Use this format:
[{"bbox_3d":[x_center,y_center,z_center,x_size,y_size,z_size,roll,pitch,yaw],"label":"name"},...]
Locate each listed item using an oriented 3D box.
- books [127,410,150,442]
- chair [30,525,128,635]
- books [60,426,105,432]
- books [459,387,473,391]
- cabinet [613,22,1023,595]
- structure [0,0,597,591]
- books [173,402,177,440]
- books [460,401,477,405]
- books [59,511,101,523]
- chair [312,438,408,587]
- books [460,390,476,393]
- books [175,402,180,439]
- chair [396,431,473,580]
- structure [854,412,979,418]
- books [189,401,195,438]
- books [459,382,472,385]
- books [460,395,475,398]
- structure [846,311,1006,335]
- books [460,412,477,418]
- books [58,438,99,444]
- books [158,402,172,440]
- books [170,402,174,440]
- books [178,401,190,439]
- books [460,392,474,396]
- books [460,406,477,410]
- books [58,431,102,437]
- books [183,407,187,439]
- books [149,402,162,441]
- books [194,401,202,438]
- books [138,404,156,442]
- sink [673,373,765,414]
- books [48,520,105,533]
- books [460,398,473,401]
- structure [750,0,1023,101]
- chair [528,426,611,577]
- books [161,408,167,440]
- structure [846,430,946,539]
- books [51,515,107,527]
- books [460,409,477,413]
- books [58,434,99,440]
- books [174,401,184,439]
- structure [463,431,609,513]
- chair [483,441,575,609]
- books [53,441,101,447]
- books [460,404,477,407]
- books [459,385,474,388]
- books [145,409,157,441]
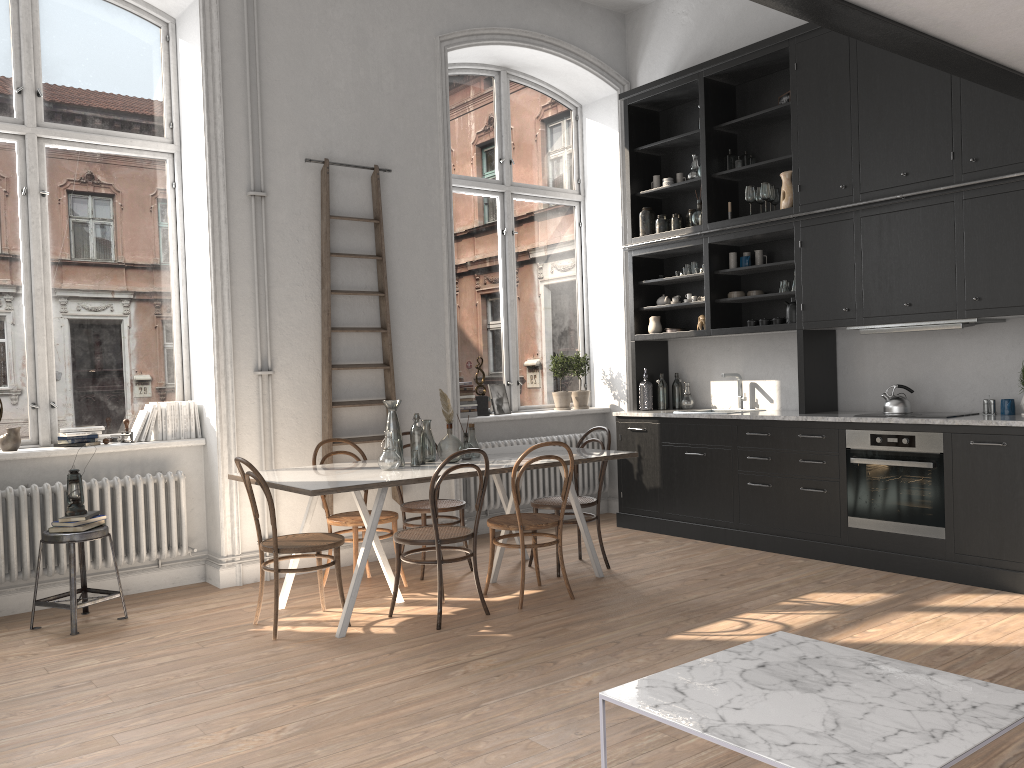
[{"bbox_3d":[-2.384,0.268,5.661,0.105,0.194,0.155,-3,1,-39],"label":"books"},{"bbox_3d":[-2.393,1.060,4.890,0.360,0.523,0.364,-1,1,26],"label":"chair"},{"bbox_3d":[-2.641,0.277,5.448,0.243,0.019,0.174,-2,1,-28],"label":"books"},{"bbox_3d":[-0.448,0.042,7.142,0.231,0.023,0.162,-2,1,-22],"label":"books"},{"bbox_3d":[2.027,-0.637,6.183,0.635,3.584,3.251,-3,1,-38],"label":"cabinet"},{"bbox_3d":[-1.270,-0.971,6.216,5.181,4.475,0.340,-3,1,-38],"label":"structure"},{"bbox_3d":[-2.233,0.238,5.794,0.019,0.244,0.174,-3,1,-38],"label":"books"},{"bbox_3d":[-0.440,0.153,7.153,0.245,0.028,0.193,-3,1,-43],"label":"books"},{"bbox_3d":[-2.402,0.736,4.930,0.147,0.027,0.221,-2,1,-6],"label":"books"},{"bbox_3d":[-0.958,0.806,5.523,0.437,0.921,0.549,-3,2,-40],"label":"chair"},{"bbox_3d":[-0.441,0.063,7.147,0.243,0.019,0.174,-3,1,-38],"label":"books"},{"bbox_3d":[-2.219,0.238,5.811,0.024,0.243,0.175,-3,1,-38],"label":"books"},{"bbox_3d":[-0.554,0.786,5.936,0.438,0.921,0.549,-3,1,-31],"label":"chair"},{"bbox_3d":[2.536,0.194,5.578,0.427,0.011,0.592,-3,1,-38],"label":"structure"},{"bbox_3d":[-2.134,0.234,5.851,0.024,0.243,0.175,-3,1,-38],"label":"books"},{"bbox_3d":[-0.449,-0.002,7.153,0.159,0.024,0.201,-1,1,42],"label":"books"},{"bbox_3d":[-0.435,0.105,7.158,0.222,0.024,0.158,-3,1,-38],"label":"books"},{"bbox_3d":[2.616,-0.393,5.649,0.379,0.123,0.844,-3,1,-38],"label":"structure"},{"bbox_3d":[-0.436,0.249,7.136,0.248,0.043,0.192,-3,1,-38],"label":"books"},{"bbox_3d":[-2.653,0.346,5.429,0.205,0.022,0.155,-2,1,-18],"label":"books"},{"bbox_3d":[-2.250,0.240,5.747,0.024,0.243,0.175,-3,1,-38],"label":"books"},{"bbox_3d":[-2.238,0.239,5.768,0.019,0.244,0.174,-3,1,-38],"label":"books"},{"bbox_3d":[-2.166,0.235,5.851,0.024,0.243,0.175,-3,1,-38],"label":"books"},{"bbox_3d":[-0.435,0.083,7.150,0.205,0.022,0.155,-3,1,-43],"label":"books"},{"bbox_3d":[-0.435,0.194,7.135,0.249,0.023,0.175,-3,1,-37],"label":"books"},{"bbox_3d":[-2.643,0.303,5.420,0.155,0.020,0.205,-1,1,42],"label":"books"},{"bbox_3d":[-2.171,0.255,5.822,0.020,0.205,0.155,-3,1,-38],"label":"books"},{"bbox_3d":[-2.307,0.242,5.742,0.024,0.243,0.175,-3,1,-38],"label":"books"},{"bbox_3d":[-2.108,0.233,5.869,0.040,0.244,0.174,-3,1,-38],"label":"books"},{"bbox_3d":[-2.351,0.247,5.681,0.100,0.235,0.174,-3,1,-38],"label":"books"},{"bbox_3d":[1.609,0.175,6.823,0.514,0.505,0.526,-3,1,-38],"label":"sink"},{"bbox_3d":[-2.409,0.785,4.920,0.194,0.034,0.246,-2,1,2],"label":"books"},{"bbox_3d":[-0.434,0.128,7.152,0.205,0.022,0.155,-2,1,-24],"label":"books"},{"bbox_3d":[2.334,-1.845,1.387,5.926,1.213,4.158,-3,1,-38],"label":"structure"},{"bbox_3d":[0.390,0.755,5.868,0.549,0.921,0.438,-2,1,-25],"label":"chair"},{"bbox_3d":[-2.273,0.259,5.743,0.020,0.205,0.155,-3,1,-38],"label":"books"},{"bbox_3d":[2.545,0.589,5.582,0.618,0.623,0.622,-3,1,-38],"label":"structure"},{"bbox_3d":[-2.402,0.759,4.929,0.163,0.029,0.232,-2,1,23],"label":"books"},{"bbox_3d":[-0.434,0.217,7.135,0.249,0.023,0.175,-3,1,-42],"label":"books"},{"bbox_3d":[-2.651,0.324,5.429,0.221,0.023,0.147,-2,1,-22],"label":"books"},{"bbox_3d":[-2.189,0.237,5.806,0.019,0.244,0.174,-3,1,-38],"label":"books"},{"bbox_3d":[0.200,0.718,7.442,1.577,0.552,0.194,-3,1,-38],"label":"structure"},{"bbox_3d":[0.097,0.776,5.106,0.438,0.921,0.549,-3,1,-27],"label":"chair"},{"bbox_3d":[-2.659,0.369,5.428,0.221,0.023,0.147,-2,1,11],"label":"books"},{"bbox_3d":[-0.437,0.174,7.153,0.255,0.014,0.192,-2,1,-35],"label":"books"},{"bbox_3d":[-0.438,0.020,7.150,0.205,0.020,0.155,-3,1,-38],"label":"books"},{"bbox_3d":[-2.331,0.263,5.697,0.072,0.203,0.155,-3,1,-38],"label":"books"}]
